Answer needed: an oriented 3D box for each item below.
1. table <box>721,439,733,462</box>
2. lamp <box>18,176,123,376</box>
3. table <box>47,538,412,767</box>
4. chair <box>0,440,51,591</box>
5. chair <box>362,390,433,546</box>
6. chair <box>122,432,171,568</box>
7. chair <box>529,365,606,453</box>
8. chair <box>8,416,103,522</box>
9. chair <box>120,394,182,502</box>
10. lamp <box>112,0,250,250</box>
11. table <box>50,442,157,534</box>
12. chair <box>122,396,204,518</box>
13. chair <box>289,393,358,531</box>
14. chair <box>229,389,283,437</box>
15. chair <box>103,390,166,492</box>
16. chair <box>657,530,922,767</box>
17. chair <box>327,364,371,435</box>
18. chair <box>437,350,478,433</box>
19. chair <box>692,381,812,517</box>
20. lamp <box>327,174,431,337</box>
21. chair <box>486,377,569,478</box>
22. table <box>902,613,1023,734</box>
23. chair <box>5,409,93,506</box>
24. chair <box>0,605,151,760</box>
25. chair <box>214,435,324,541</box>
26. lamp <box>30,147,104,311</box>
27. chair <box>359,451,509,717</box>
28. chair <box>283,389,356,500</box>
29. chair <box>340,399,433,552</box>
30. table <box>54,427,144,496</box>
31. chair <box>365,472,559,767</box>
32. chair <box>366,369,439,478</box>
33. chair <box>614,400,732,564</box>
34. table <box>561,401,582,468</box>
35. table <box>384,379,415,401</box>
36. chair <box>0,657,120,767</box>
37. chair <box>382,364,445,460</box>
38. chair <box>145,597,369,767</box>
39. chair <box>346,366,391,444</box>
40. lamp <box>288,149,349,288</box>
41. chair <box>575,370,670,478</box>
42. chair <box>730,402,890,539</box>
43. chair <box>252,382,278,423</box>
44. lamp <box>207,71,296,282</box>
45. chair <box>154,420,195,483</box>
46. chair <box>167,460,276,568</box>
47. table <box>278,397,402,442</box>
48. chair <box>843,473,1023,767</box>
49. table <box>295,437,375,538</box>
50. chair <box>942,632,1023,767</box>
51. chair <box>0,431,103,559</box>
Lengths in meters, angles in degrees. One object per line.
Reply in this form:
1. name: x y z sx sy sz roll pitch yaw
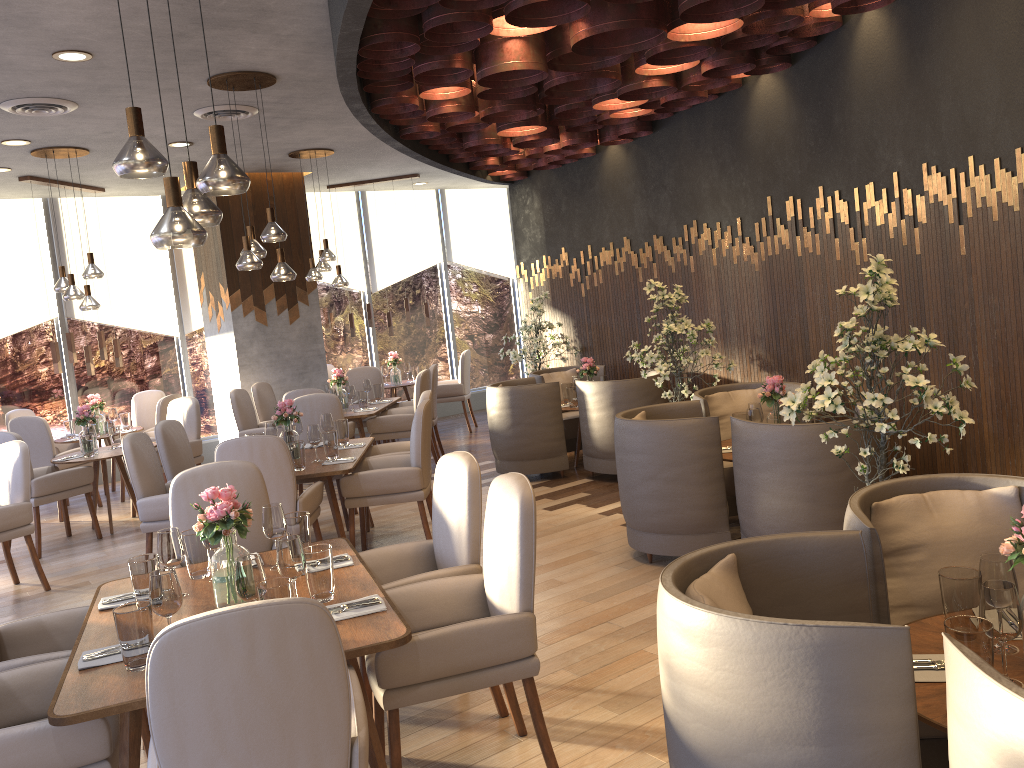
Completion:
1. table: 1.581 0.639 5.199 0.833 0.560 0.836 -6 5 7
2. lamp: -4.350 -1.043 8.884 0.118 1.927 1.164 -6 4 9
3. table: -0.906 1.077 3.020 0.966 0.664 1.308 -8 6 -19
4. chair: -3.440 0.915 5.763 0.528 0.998 0.601 -3 5 36
5. chair: -0.810 0.573 6.291 0.600 0.998 0.529 -7 4 -7
6. chair: -2.096 0.775 5.682 0.600 0.998 0.529 -7 4 -5
7. chair: 0.512 0.272 8.656 0.775 0.835 0.596 -9 5 -26
8. chair: -4.315 0.752 8.352 0.528 0.998 0.601 -5 4 14
9. chair: -3.579 0.621 8.860 0.599 0.998 0.530 -5 4 11
10. lamp: -1.129 -1.101 2.885 0.439 1.323 0.440 -6 4 3
11. table: -3.417 0.903 7.547 0.833 0.660 0.836 -4 6 29
12. chair: -3.125 0.653 8.042 0.528 0.998 0.602 -4 5 31
13. chair: -1.497 0.596 6.821 0.528 0.998 0.601 -7 4 -5
14. chair: -2.345 0.514 8.576 0.599 0.998 0.529 -6 4 2
15. chair: -4.025 0.595 9.605 0.528 0.998 0.601 -5 4 12
16. chair: 0.694 0.890 2.267 0.595 0.835 0.776 -5 5 14
17. chair: -2.033 0.218 11.193 0.599 0.998 0.529 -6 4 7
18. chair: -0.767 0.097 11.008 0.599 0.998 0.529 -6 4 7
19. chair: 1.554 0.439 5.845 0.774 0.835 0.596 -7 4 -6
20. lamp: -1.605 -1.553 10.978 1.160 1.927 0.118 -6 4 9
21. chair: 0.095 0.401 7.831 0.596 0.835 0.775 -8 5 -16
22. table: 1.342 0.969 2.154 0.833 0.560 0.836 -6 5 4
23. chair: -4.751 0.729 9.072 0.599 0.998 0.530 -6 4 8
24. chair: -1.626 0.986 3.057 0.600 0.998 0.529 -8 4 -16
25. chair: -1.391 0.750 5.159 0.528 0.998 0.601 -6 4 0
26. lamp: -3.683 -1.273 7.412 0.440 1.323 0.439 -8 5 -28
27. chair: -0.392 0.808 3.481 0.601 0.998 0.528 -8 5 -24
28. chair: -1.721 0.506 7.970 0.528 0.998 0.601 -6 4 8
29. chair: -0.768 0.625 5.724 0.599 0.998 0.529 -6 4 1
30. table: -4.149 0.837 9.017 0.834 0.660 0.835 -8 5 -15
31. chair: -0.188 0.839 2.949 0.600 0.998 0.529 -8 4 -16
32. chair: -1.032 0.382 8.452 0.599 0.998 0.530 -6 4 8
33. chair: 0.921 0.574 5.188 0.595 0.835 0.776 -6 5 4
34. table: 0.754 0.445 8.050 0.836 0.560 0.833 -11 7 -43
35. table: -1.408 0.323 11.143 0.833 0.660 0.836 -1 7 45
36. chair: -1.444 1.019 2.522 0.600 0.998 0.528 -8 5 -22
37. chair: -1.002 0.322 9.019 0.600 0.998 0.529 -6 4 0
38. chair: -0.619 0.958 2.225 0.529 0.998 0.600 -8 4 -16
39. chair: -1.612 0.329 9.616 0.528 0.998 0.601 -6 4 2
40. lamp: -1.886 -1.598 8.694 0.439 1.323 0.441 -3 5 39
41. chair: 0.999 0.348 7.365 0.775 0.835 0.596 -8 5 -21
42. chair: 1.570 0.569 4.520 0.774 0.835 0.597 -6 4 -1
43. chair: -2.295 0.452 9.138 0.599 0.998 0.530 -6 4 8
44. lamp: -1.699 -1.336 5.860 0.440 1.323 0.439 -9 5 -30
45. chair: -2.117 0.721 6.246 0.600 0.998 0.529 -6 4 1
46. chair: -1.194 0.865 3.794 0.529 0.998 0.600 -8 5 -22
47. table: -1.653 0.581 8.817 0.964 0.664 1.311 -6 5 5
48. chair: 1.433 0.756 2.804 0.774 0.835 0.597 -6 4 4
49. table: -1.435 0.837 6.005 0.965 0.664 1.310 -6 5 -2
50. chair: 1.219 0.910 1.497 0.774 0.835 0.597 -6 5 9
51. chair: -3.733 0.818 7.061 0.528 0.998 0.602 -4 5 31
